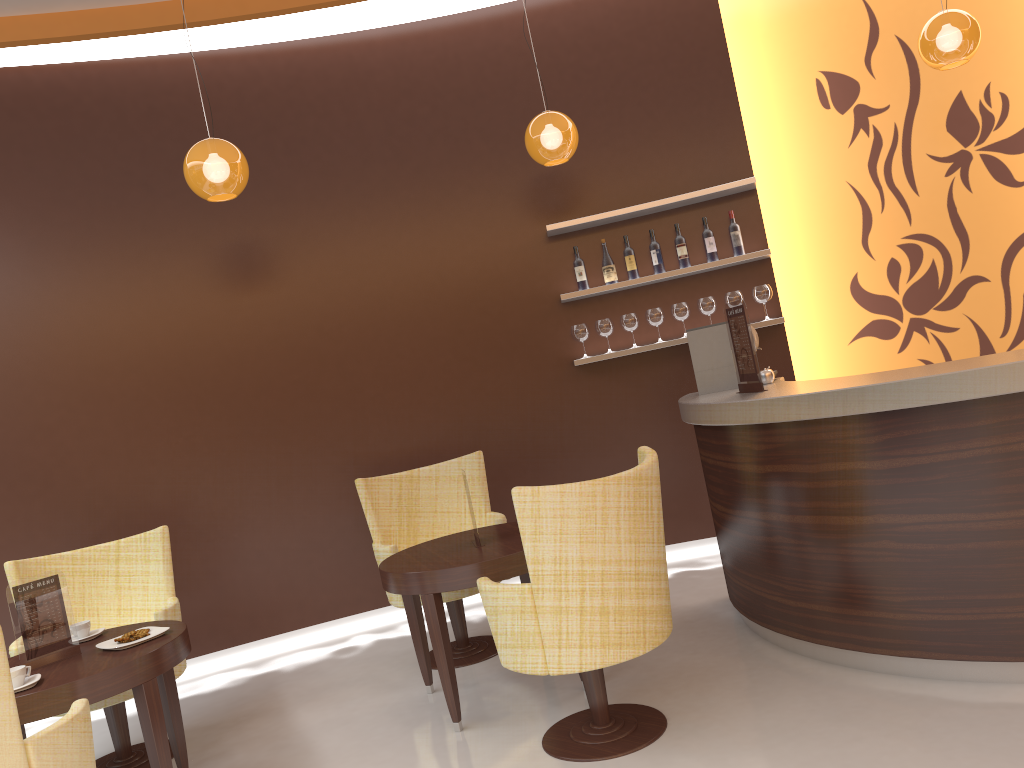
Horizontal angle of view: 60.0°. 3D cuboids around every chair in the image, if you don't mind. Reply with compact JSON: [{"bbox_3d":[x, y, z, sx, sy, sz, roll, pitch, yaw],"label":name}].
[{"bbox_3d":[-1.882,1.249,4.115,0.729,1.017,0.685,-12,0,-19],"label":"chair"},{"bbox_3d":[-0.373,0.934,4.761,0.729,1.017,0.685,-12,0,-15],"label":"chair"},{"bbox_3d":[-1.597,1.200,2.542,0.729,1.017,0.685,-12,0,10],"label":"chair"},{"bbox_3d":[0.275,0.809,3.304,0.729,1.017,0.685,-12,0,-44],"label":"chair"}]

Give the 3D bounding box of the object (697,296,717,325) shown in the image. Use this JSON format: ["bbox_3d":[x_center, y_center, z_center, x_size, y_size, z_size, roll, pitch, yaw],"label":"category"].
[{"bbox_3d":[1.245,-0.436,5.596,0.125,0.221,0.125,-12,0,2],"label":"object"}]

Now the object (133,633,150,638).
[{"bbox_3d":[-1.424,0.968,3.409,0.055,0.014,0.053,-12,0,-39],"label":"object"}]

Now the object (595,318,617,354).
[{"bbox_3d":[0.609,-0.305,5.699,0.125,0.221,0.125,-12,0,2],"label":"object"}]

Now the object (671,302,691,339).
[{"bbox_3d":[1.084,-0.403,5.629,0.125,0.221,0.125,-12,0,2],"label":"object"}]

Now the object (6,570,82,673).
[{"bbox_3d":[-1.762,0.884,3.334,0.042,0.335,0.209,-11,0,43],"label":"object"}]

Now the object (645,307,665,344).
[{"bbox_3d":[0.926,-0.370,5.654,0.125,0.221,0.125,-12,0,2],"label":"object"}]

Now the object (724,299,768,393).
[{"bbox_3d":[1.036,-0.167,3.989,0.052,0.414,0.258,-12,0,-9],"label":"object"}]

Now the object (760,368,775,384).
[{"bbox_3d":[1.240,-0.039,4.321,0.075,0.077,0.075,-11,0,36],"label":"object"}]

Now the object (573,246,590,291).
[{"bbox_3d":[0.436,-0.739,5.695,0.073,0.297,0.073,-12,0,-13],"label":"object"}]

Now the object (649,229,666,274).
[{"bbox_3d":[0.916,-0.837,5.645,0.073,0.297,0.073,-12,0,-13],"label":"object"}]

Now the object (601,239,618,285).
[{"bbox_3d":[0.615,-0.781,5.694,0.086,0.303,0.086,-12,0,-44],"label":"object"}]

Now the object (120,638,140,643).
[{"bbox_3d":[-1.452,0.975,3.373,0.051,0.018,0.054,-12,0,25],"label":"object"}]

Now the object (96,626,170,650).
[{"bbox_3d":[-1.460,0.983,3.421,0.234,0.020,0.234,-11,0,39],"label":"object"}]

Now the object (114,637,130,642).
[{"bbox_3d":[-1.487,0.973,3.382,0.055,0.016,0.052,-12,0,-23],"label":"object"}]

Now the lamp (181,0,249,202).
[{"bbox_3d":[-1.534,-1.622,4.227,0.299,1.500,0.299,-12,0,-44],"label":"lamp"}]

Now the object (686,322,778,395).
[{"bbox_3d":[1.137,-0.154,4.564,0.373,0.340,0.270,-12,0,23],"label":"object"}]

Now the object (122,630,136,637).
[{"bbox_3d":[-1.496,0.980,3.462,0.054,0.018,0.051,-12,0,-24],"label":"object"}]

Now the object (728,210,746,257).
[{"bbox_3d":[1.395,-0.935,5.536,0.073,0.297,0.073,-12,0,-13],"label":"object"}]

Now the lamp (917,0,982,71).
[{"bbox_3d":[2.136,-2.382,4.581,0.299,1.500,0.299,-12,0,-4],"label":"lamp"}]

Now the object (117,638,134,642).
[{"bbox_3d":[-1.488,0.985,3.414,0.054,0.018,0.051,-12,0,-35],"label":"object"}]

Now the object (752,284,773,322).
[{"bbox_3d":[1.567,-0.502,5.512,0.125,0.221,0.125,-12,0,2],"label":"object"}]

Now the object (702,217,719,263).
[{"bbox_3d":[1.238,-0.903,5.575,0.073,0.297,0.073,-12,0,-25],"label":"object"}]

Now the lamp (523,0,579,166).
[{"bbox_3d":[0.095,-1.963,4.913,0.299,1.500,0.299,-12,0,-44],"label":"lamp"}]

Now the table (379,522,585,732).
[{"bbox_3d":[-0.098,1.055,4.004,0.874,0.679,0.872,-12,0,24],"label":"table"}]

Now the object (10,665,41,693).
[{"bbox_3d":[-1.698,1.009,3.026,0.153,0.069,0.153,-12,0,-22],"label":"object"}]

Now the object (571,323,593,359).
[{"bbox_3d":[0.454,-0.273,5.713,0.125,0.221,0.125,-12,0,2],"label":"object"}]

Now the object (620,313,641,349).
[{"bbox_3d":[0.768,-0.338,5.680,0.125,0.221,0.125,-12,0,2],"label":"object"}]

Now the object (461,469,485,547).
[{"bbox_3d":[-0.187,0.555,4.009,0.042,0.335,0.209,-12,0,-9],"label":"object"}]

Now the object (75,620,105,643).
[{"bbox_3d":[-1.775,1.021,3.659,0.153,0.069,0.153,-12,0,0],"label":"object"}]

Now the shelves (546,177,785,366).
[{"bbox_3d":[2.454,-0.995,4.891,4.744,0.902,0.586,-12,0,25],"label":"shelves"}]

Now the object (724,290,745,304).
[{"bbox_3d":[1.409,-0.469,5.561,0.125,0.221,0.125,-12,0,2],"label":"object"}]

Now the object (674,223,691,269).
[{"bbox_3d":[1.071,-0.869,5.612,0.073,0.297,0.073,-12,0,-13],"label":"object"}]

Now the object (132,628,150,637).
[{"bbox_3d":[-1.451,0.972,3.469,0.055,0.018,0.052,-12,0,2],"label":"object"}]

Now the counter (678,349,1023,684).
[{"bbox_3d":[2.099,0.389,3.581,2.917,1.100,1.586,-12,0,23],"label":"counter"}]

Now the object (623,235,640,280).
[{"bbox_3d":[0.755,-0.804,5.672,0.073,0.297,0.073,-11,0,37],"label":"object"}]

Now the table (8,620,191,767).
[{"bbox_3d":[-1.620,1.372,3.353,0.874,0.679,0.872,-12,0,24],"label":"table"}]
